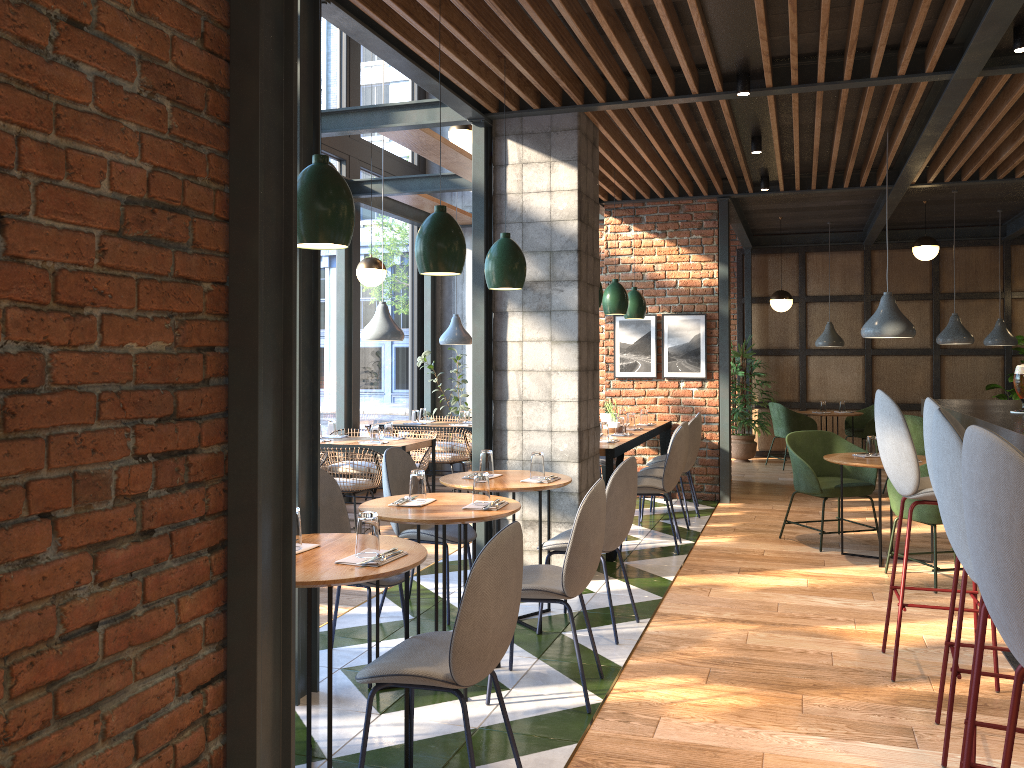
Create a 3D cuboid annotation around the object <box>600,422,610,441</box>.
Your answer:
[{"bbox_3d":[0.682,0.349,6.557,0.080,0.138,0.080,0,0,41],"label":"object"}]

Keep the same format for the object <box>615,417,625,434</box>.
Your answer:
[{"bbox_3d":[0.866,0.332,7.113,0.080,0.138,0.080,0,0,-19],"label":"object"}]

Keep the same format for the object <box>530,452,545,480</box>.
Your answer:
[{"bbox_3d":[0.133,0.425,4.636,0.080,0.138,0.080,0,0,-14],"label":"object"}]

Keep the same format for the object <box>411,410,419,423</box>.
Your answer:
[{"bbox_3d":[-0.991,0.335,9.082,0.080,0.138,0.080,0,0,-40],"label":"object"}]

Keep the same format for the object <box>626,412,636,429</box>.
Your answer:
[{"bbox_3d":[1.027,0.316,7.658,0.080,0.138,0.080,0,0,-9],"label":"object"}]

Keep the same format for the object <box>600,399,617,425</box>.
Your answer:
[{"bbox_3d":[0.815,0.258,7.464,0.146,0.277,0.146,0,0,-1],"label":"object"}]

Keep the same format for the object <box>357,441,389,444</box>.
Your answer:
[{"bbox_3d":[-1.113,0.462,7.057,0.242,0.019,0.157,0,2,17],"label":"object"}]

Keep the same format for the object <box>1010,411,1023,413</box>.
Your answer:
[{"bbox_3d":[1.773,0.076,2.626,0.322,0.106,1.510,1,2,21],"label":"object"}]

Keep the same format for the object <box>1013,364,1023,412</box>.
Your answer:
[{"bbox_3d":[1.925,0.015,3.329,0.070,0.178,0.070,0,-1,22],"label":"object"}]

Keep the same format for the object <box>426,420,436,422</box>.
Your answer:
[{"bbox_3d":[-0.914,0.392,9.383,0.242,0.019,0.157,1,2,18],"label":"object"}]

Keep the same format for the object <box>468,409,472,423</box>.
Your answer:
[{"bbox_3d":[-0.421,0.331,9.198,0.080,0.138,0.080,0,0,-9],"label":"object"}]

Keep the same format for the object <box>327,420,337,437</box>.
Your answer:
[{"bbox_3d":[-1.536,0.381,7.550,0.080,0.138,0.080,0,0,21],"label":"object"}]

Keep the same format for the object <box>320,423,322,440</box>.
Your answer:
[{"bbox_3d":[-1.593,0.390,7.241,0.080,0.138,0.080,0,0,-7],"label":"object"}]

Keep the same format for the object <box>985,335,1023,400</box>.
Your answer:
[{"bbox_3d":[6.347,0.164,10.760,1.057,1.796,0.721,0,-1,28],"label":"object"}]

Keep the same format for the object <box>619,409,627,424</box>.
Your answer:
[{"bbox_3d":[1.027,0.299,8.238,0.080,0.138,0.080,0,0,40],"label":"object"}]

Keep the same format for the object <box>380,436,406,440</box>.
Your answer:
[{"bbox_3d":[-1.000,0.451,7.396,0.242,0.019,0.157,1,2,20],"label":"object"}]

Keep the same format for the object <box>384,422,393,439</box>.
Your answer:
[{"bbox_3d":[-1.028,0.386,7.383,0.080,0.138,0.080,0,0,-7],"label":"object"}]

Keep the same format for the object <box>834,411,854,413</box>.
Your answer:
[{"bbox_3d":[4.214,0.352,11.221,0.157,0.019,0.243,-1,2,-16],"label":"object"}]

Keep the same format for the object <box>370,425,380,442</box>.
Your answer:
[{"bbox_3d":[-1.095,0.395,7.077,0.080,0.138,0.080,0,0,20],"label":"object"}]

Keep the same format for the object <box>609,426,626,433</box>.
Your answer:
[{"bbox_3d":[0.828,0.376,7.409,0.251,0.046,0.253,0,2,-8],"label":"object"}]

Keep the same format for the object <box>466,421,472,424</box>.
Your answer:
[{"bbox_3d":[-0.393,0.397,9.212,0.242,0.019,0.157,1,2,18],"label":"object"}]

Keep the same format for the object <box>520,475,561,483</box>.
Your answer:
[{"bbox_3d":[0.146,0.492,4.606,0.157,0.019,0.243,1,2,23],"label":"object"}]

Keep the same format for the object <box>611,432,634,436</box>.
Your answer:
[{"bbox_3d":[0.881,0.399,7.084,0.157,0.019,0.243,1,2,18],"label":"object"}]

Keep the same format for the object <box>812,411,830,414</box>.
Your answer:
[{"bbox_3d":[3.888,0.355,11.146,0.157,0.019,0.243,-1,2,-16],"label":"object"}]

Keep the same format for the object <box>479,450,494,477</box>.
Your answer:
[{"bbox_3d":[-0.137,0.423,4.737,0.080,0.138,0.080,0,0,-4],"label":"object"}]

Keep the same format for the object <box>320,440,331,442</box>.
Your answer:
[{"bbox_3d":[-1.608,0.457,7.221,0.242,0.019,0.157,1,2,20],"label":"object"}]

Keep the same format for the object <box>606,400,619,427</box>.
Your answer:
[{"bbox_3d":[0.842,0.259,7.340,0.115,0.282,0.127,0,-1,14],"label":"object"}]

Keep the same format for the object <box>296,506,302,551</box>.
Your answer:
[{"bbox_3d":[-0.735,0.477,2.931,0.080,0.138,0.080,0,0,5],"label":"object"}]

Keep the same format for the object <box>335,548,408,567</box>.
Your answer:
[{"bbox_3d":[-0.448,0.547,2.808,0.157,0.019,0.243,1,2,22],"label":"object"}]

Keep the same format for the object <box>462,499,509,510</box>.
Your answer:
[{"bbox_3d":[-0.115,0.517,3.801,0.157,0.019,0.243,0,2,15],"label":"object"}]

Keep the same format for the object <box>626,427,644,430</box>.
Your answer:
[{"bbox_3d":[1.043,0.383,7.629,0.157,0.019,0.243,1,2,18],"label":"object"}]

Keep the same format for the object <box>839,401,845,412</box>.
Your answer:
[{"bbox_3d":[4.186,0.286,11.236,0.080,0.138,0.080,0,0,-3],"label":"object"}]

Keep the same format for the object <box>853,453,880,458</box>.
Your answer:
[{"bbox_3d":[2.549,0.501,6.267,0.242,0.019,0.157,0,2,-13],"label":"object"}]

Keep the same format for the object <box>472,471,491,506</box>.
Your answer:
[{"bbox_3d":[-0.132,0.450,3.829,0.080,0.138,0.080,0,0,-32],"label":"object"}]

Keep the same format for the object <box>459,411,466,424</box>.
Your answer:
[{"bbox_3d":[-0.499,0.339,8.921,0.080,0.138,0.080,0,0,-9],"label":"object"}]

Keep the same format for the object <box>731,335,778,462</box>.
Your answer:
[{"bbox_3d":[3.060,0.171,11.809,0.978,1.724,0.913,0,0,-17],"label":"object"}]

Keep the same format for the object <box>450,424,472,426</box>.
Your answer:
[{"bbox_3d":[-0.517,0.406,8.901,0.242,0.019,0.157,1,2,18],"label":"object"}]

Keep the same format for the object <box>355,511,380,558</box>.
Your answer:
[{"bbox_3d":[-0.462,0.480,2.838,0.080,0.138,0.080,0,0,-35],"label":"object"}]

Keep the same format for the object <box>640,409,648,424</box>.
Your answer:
[{"bbox_3d":[1.218,0.301,8.173,0.080,0.138,0.080,0,0,-9],"label":"object"}]

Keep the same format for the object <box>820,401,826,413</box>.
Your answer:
[{"bbox_3d":[3.914,0.289,11.143,0.080,0.138,0.080,0,0,-3],"label":"object"}]

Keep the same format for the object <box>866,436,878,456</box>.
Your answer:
[{"bbox_3d":[2.534,0.436,6.241,0.080,0.138,0.080,0,0,0],"label":"object"}]

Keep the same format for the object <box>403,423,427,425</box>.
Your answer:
[{"bbox_3d":[-1.005,0.402,9.061,0.242,0.019,0.157,0,2,17],"label":"object"}]

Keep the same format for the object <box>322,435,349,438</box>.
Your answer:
[{"bbox_3d":[-1.509,0.447,7.565,0.242,0.019,0.157,0,2,18],"label":"object"}]

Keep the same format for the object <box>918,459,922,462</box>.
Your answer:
[{"bbox_3d":[2.604,0.511,5.937,0.242,0.019,0.157,0,2,-13],"label":"object"}]

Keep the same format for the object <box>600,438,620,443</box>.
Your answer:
[{"bbox_3d":[0.698,0.416,6.528,0.157,0.019,0.243,1,2,18],"label":"object"}]

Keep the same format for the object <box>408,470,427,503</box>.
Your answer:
[{"bbox_3d":[-0.414,0.448,3.889,0.080,0.138,0.080,0,0,28],"label":"object"}]

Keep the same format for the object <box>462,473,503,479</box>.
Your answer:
[{"bbox_3d":[-0.153,0.488,4.756,0.157,0.019,0.243,1,2,23],"label":"object"}]

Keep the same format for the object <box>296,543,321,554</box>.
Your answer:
[{"bbox_3d":[-0.752,0.543,2.950,0.157,0.019,0.243,1,2,22],"label":"object"}]

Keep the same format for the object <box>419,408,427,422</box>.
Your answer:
[{"bbox_3d":[-0.942,0.326,9.369,0.080,0.138,0.080,0,0,-9],"label":"object"}]

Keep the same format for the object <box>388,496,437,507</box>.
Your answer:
[{"bbox_3d":[-0.433,0.514,3.906,0.157,0.019,0.243,0,2,15],"label":"object"}]

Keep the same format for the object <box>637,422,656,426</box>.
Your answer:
[{"bbox_3d":[1.233,0.368,8.145,0.157,0.019,0.243,1,2,18],"label":"object"}]

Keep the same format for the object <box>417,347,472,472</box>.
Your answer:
[{"bbox_3d":[-0.596,0.333,10.123,0.859,1.499,0.898,0,0,37],"label":"object"}]
